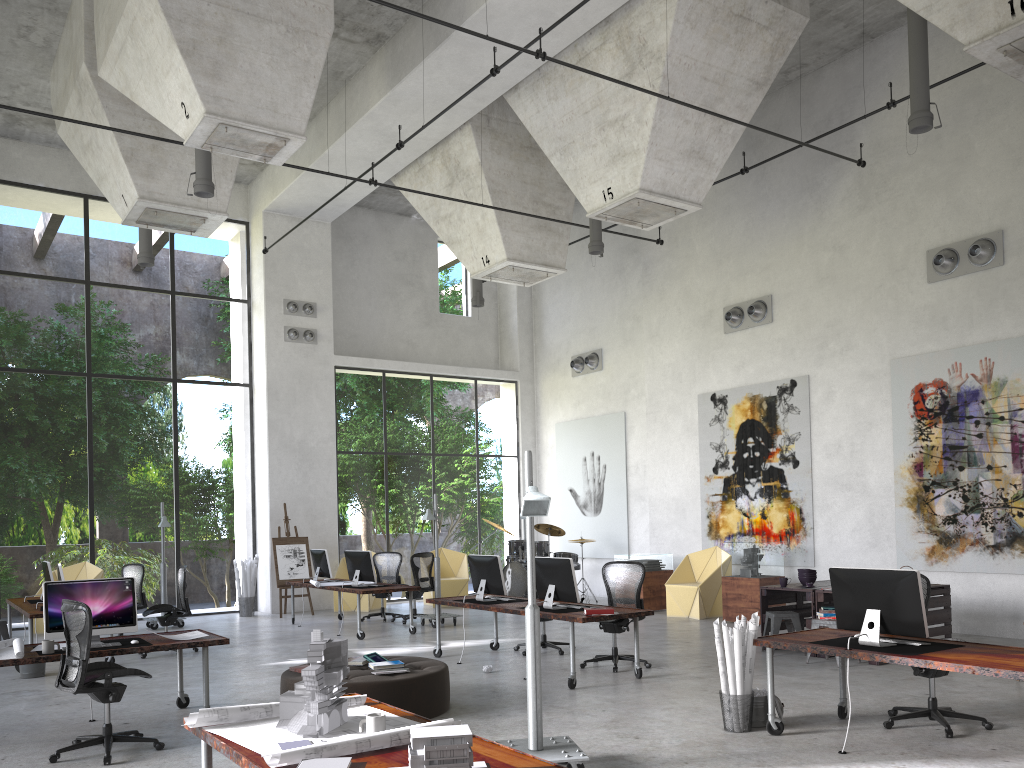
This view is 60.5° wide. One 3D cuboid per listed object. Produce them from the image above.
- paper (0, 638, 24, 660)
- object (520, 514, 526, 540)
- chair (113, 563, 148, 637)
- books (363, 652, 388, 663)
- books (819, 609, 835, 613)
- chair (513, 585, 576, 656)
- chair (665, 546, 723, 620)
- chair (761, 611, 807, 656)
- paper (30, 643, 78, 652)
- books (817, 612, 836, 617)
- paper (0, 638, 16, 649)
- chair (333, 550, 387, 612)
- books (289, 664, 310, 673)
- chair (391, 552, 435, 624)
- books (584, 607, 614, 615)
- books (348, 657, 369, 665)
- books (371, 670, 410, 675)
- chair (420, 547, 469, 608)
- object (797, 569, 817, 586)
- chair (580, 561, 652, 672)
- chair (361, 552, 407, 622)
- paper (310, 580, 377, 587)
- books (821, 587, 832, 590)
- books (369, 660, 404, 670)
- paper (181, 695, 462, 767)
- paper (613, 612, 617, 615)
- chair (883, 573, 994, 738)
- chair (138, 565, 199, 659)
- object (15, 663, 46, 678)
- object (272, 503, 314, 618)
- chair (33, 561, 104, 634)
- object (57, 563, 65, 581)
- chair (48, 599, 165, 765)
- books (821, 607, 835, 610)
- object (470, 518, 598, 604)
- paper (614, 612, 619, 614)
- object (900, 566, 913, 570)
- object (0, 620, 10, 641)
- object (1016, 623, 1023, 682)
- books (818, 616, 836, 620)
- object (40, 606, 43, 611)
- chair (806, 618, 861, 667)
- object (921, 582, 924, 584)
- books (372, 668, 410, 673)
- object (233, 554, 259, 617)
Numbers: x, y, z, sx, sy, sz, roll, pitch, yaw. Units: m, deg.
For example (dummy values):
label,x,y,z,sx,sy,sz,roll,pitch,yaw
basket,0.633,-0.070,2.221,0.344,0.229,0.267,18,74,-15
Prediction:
label,x,y,z,sx,sy,sz,roll,pitch,yaw
paper,-4.363,2.099,6.843,1.077,0.104,0.985,5,-11,-34
object,0.292,3.652,19.621,0.579,2.144,0.598,-1,-2,0
chair,-5.752,3.252,12.964,0.772,1.179,0.796,-3,-4,19
books,-1.258,2.549,8.133,0.206,0.102,0.145,-8,-9,40
books,3.567,2.536,9.808,0.255,0.032,0.176,-4,-9,17
chair,0.375,2.819,11.178,0.796,1.180,0.772,-4,-4,39
chair,3.149,3.312,14.709,0.935,1.164,0.986,1,-5,-36
chair,3.258,2.992,10.560,0.420,0.487,0.441,-2,-4,0
paper,-3.768,2.210,7.410,0.485,0.001,0.433,2,-10,-24
books,3.572,2.568,9.804,0.284,0.033,0.200,-1,-9,-3
paper,-4.575,2.091,6.735,0.891,0.103,1.951,-2,-9,4
chair,-2.997,3.872,17.304,0.980,1.164,0.940,-3,-4,14
books,-1.844,2.543,7.837,0.175,0.032,0.256,7,-12,-43
chair,-1.683,3.461,14.977,0.794,1.180,0.774,-3,-4,19
books,0.874,2.290,8.858,0.285,0.052,0.205,-1,-8,-2
books,-1.427,2.577,8.176,0.198,0.035,0.287,-3,-9,11
books,-1.051,2.493,7.605,0.300,0.031,0.222,2,-9,-19
chair,-1.336,3.903,17.779,0.979,1.164,0.942,0,-4,-15
object,3.652,2.384,10.859,0.214,0.213,0.195,2,-6,-33
chair,1.187,2.605,9.939,0.772,1.179,0.796,-3,-4,24
chair,-2.240,3.537,15.381,0.770,1.179,0.798,-2,-3,4
paper,-2.771,3.226,14.379,1.075,0.104,0.986,2,-10,-24
books,3.763,2.373,10.226,0.305,0.030,0.225,-5,-9,23
books,-1.129,2.528,7.901,0.284,0.033,0.200,2,-9,-21
paper,-0.891,1.590,4.122,0.978,0.104,1.084,6,-11,-39
paper,0.902,2.321,8.881,0.291,0.001,0.212,-4,-9,18
chair,3.296,2.078,6.887,0.796,1.180,0.772,-5,-5,44
chair,-4.637,3.044,11.810,0.774,1.180,0.794,-5,-5,44
object,-5.636,3.277,10.300,0.295,0.297,0.400,3,-7,-41
object,-4.183,3.306,16.585,0.694,2.135,0.687,0,-2,-34
chair,-7.517,3.617,14.916,0.980,1.164,0.941,-2,-4,11
object,-5.669,2.580,11.270,0.377,0.550,0.721,0,-6,-28
chair,-3.115,2.212,6.696,0.773,1.180,0.795,-3,-4,29
books,3.571,2.507,9.806,0.204,0.025,0.145,-3,-9,12
object,0.538,3.611,18.099,2.988,1.734,1.887,-7,-8,40
paper,0.910,2.320,8.885,0.290,0.001,0.212,1,-9,-17
object,4.731,2.305,10.573,0.212,0.231,0.220,2,-6,-36
object,-6.908,3.394,11.576,0.459,0.529,0.477,-5,-6,40
object,5.248,1.751,8.242,0.684,2.135,0.705,-1,-2,-13
books,3.573,2.602,9.803,0.285,0.035,0.199,-3,-9,12
object,-5.658,2.862,11.265,0.688,0.008,0.857,3,-10,-28
chair,3.571,2.863,9.784,0.438,0.487,0.423,2,-6,-39
object,4.853,2.357,10.395,0.116,0.056,0.139,-4,-8,16
books,-1.051,2.489,7.631,0.301,0.040,0.222,-2,-9,0
object,-5.011,3.813,16.615,0.442,1.204,0.413,-3,-2,33
